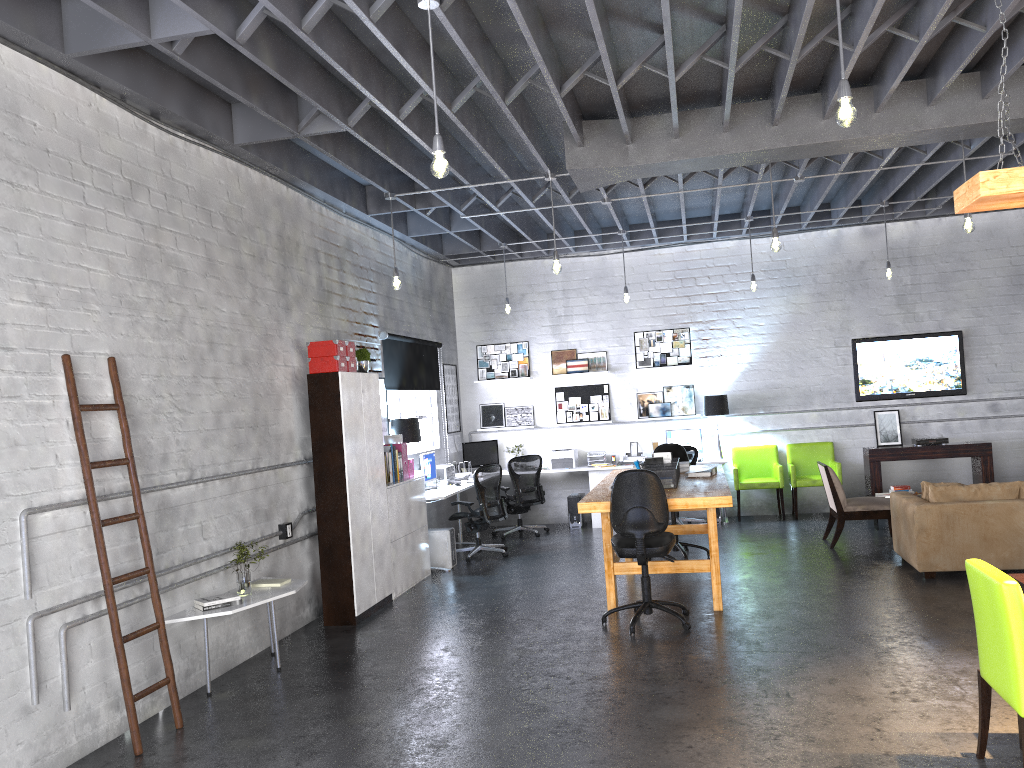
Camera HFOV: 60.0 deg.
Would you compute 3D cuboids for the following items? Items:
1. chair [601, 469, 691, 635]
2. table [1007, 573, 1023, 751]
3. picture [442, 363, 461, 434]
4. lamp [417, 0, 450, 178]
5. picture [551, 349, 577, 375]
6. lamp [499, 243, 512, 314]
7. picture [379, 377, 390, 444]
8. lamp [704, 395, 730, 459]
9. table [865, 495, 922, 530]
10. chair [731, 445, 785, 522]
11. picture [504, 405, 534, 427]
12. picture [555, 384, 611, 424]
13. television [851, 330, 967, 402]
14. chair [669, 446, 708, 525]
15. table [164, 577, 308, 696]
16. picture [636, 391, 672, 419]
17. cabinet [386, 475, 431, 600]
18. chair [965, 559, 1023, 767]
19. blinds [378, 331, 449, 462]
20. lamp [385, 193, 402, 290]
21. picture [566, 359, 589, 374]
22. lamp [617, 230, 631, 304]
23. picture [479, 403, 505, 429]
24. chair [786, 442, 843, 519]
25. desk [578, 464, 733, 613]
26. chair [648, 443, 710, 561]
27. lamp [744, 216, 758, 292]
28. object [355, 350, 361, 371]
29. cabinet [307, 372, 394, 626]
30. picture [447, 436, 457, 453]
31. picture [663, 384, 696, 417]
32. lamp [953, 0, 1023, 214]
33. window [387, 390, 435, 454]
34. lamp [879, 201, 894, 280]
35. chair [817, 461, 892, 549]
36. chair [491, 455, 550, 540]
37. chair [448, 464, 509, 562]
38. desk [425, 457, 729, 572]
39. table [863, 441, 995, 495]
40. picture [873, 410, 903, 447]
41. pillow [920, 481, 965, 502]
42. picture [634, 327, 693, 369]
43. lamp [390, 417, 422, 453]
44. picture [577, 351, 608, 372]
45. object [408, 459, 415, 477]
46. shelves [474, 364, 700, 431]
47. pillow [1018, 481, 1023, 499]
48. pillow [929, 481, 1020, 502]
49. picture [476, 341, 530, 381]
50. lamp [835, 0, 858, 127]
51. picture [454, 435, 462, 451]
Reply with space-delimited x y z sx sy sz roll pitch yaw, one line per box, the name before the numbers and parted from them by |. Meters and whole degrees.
chair | 0.949 1.193 6.581 0.659 1.164 0.687 -4 -1 10
table | 3.029 1.168 3.356 1.800 0.780 0.854 -4 -1 12
picture | -0.816 0.197 12.018 0.020 0.935 0.658 -4 -1 12
lamp | -0.374 -1.429 4.269 0.104 0.878 0.104 -4 0 30
picture | 0.718 -0.299 12.174 0.355 0.343 0.042 -4 0 12
lamp | -0.078 -1.300 10.978 0.104 0.878 0.104 -4 0 12
picture | -1.395 0.317 9.215 0.020 0.780 0.606 -4 -1 12
lamp | 2.680 0.562 11.556 0.333 0.832 0.333 -4 0 -27
table | 4.582 1.453 10.176 0.873 0.300 0.873 -4 -1 15
chair | 3.170 1.268 11.429 0.611 0.920 0.516 -4 -1 12
picture | 0.103 0.449 12.308 0.410 0.277 0.036 -4 0 12
picture | 0.965 0.272 12.119 0.749 0.503 0.058 -4 0 12
television | 5.031 -0.219 11.251 1.324 0.816 0.021 -4 0 12
chair | 2.011 1.287 11.132 0.731 1.031 0.753 -4 -1 -19
table | -1.734 1.682 5.923 0.517 0.532 1.336 -4 -1 12
picture | 1.910 0.280 11.917 0.452 0.345 0.054 -4 0 12
cabinet | -1.210 1.461 8.621 0.465 1.021 1.151 -4 -1 12
chair | 2.225 1.176 3.547 0.609 0.908 0.636 -4 -1 12
blinds | -1.099 0.257 10.452 0.100 1.632 2.119 -4 -1 12
lamp | -1.081 -1.294 8.094 0.104 0.878 0.104 -4 0 12
picture | 0.894 -0.239 12.119 0.311 0.196 0.029 -4 0 12
lamp | 1.352 -1.406 10.676 0.104 0.878 0.104 -4 0 12
picture | -0.275 0.445 12.390 0.355 0.343 0.042 -4 0 12
chair | 3.848 1.218 11.286 0.611 0.920 0.516 -4 -1 12
desk | 1.351 1.312 7.830 1.115 0.926 2.832 -4 -1 12
chair | 1.662 1.198 9.052 0.659 1.164 0.687 -4 -1 10
lamp | 2.800 -1.514 10.371 0.104 0.878 0.104 -4 0 12
object | -1.418 -0.203 7.813 0.169 0.240 0.171 -3 -1 -39
cabinet | -1.364 0.934 7.589 0.291 2.047 0.873 -4 0 12
picture | -0.800 0.807 11.849 0.036 0.221 0.289 -4 -1 12
picture | 2.237 0.224 11.857 0.410 0.408 0.047 -4 0 12
lamp | 2.870 -1.507 3.449 2.130 1.841 0.366 -4 0 12
window | -1.234 0.206 10.481 0.030 1.219 1.821 -4 -1 12
lamp | 4.252 -1.622 10.064 0.104 0.878 0.104 -4 0 -34
chair | 3.611 1.227 9.213 0.725 0.842 0.575 -4 -1 12
chair | 0.059 1.429 11.387 0.753 1.031 0.731 -4 -1 36
chair | -0.411 1.431 9.997 0.753 1.031 0.732 -4 -1 16
desk | 0.781 1.482 10.514 3.575 0.785 3.298 -4 -1 12
table | 5.185 1.170 11.064 1.410 0.820 0.403 -4 -1 12
picture | 4.790 0.563 11.294 0.308 0.457 0.092 -4 0 12
pillow | 3.790 1.033 7.730 0.523 0.403 0.319 -5 -1 31
picture | 2.022 -0.477 11.890 0.749 0.503 0.058 -4 0 12
lamp | -1.112 0.779 9.406 0.333 0.832 0.333 -4 0 -27
picture | 1.095 -0.294 12.092 0.410 0.277 0.036 -4 0 12
object | -1.129 0.865 9.089 0.214 0.177 0.161 -4 -1 12
shelves | 0.992 0.198 12.041 3.024 0.694 0.199 -4 0 12
pillow | 4.542 0.973 7.355 0.667 0.402 0.291 -4 -1 12
pillow | 3.882 1.022 7.494 0.704 0.402 0.291 -4 -1 12
picture | -0.124 -0.317 12.343 0.749 0.503 0.058 -4 0 12
lamp | 1.436 -1.564 3.887 0.104 0.878 0.104 -4 0 30
picture | -0.728 0.810 12.190 0.036 0.221 0.289 -4 -1 12
